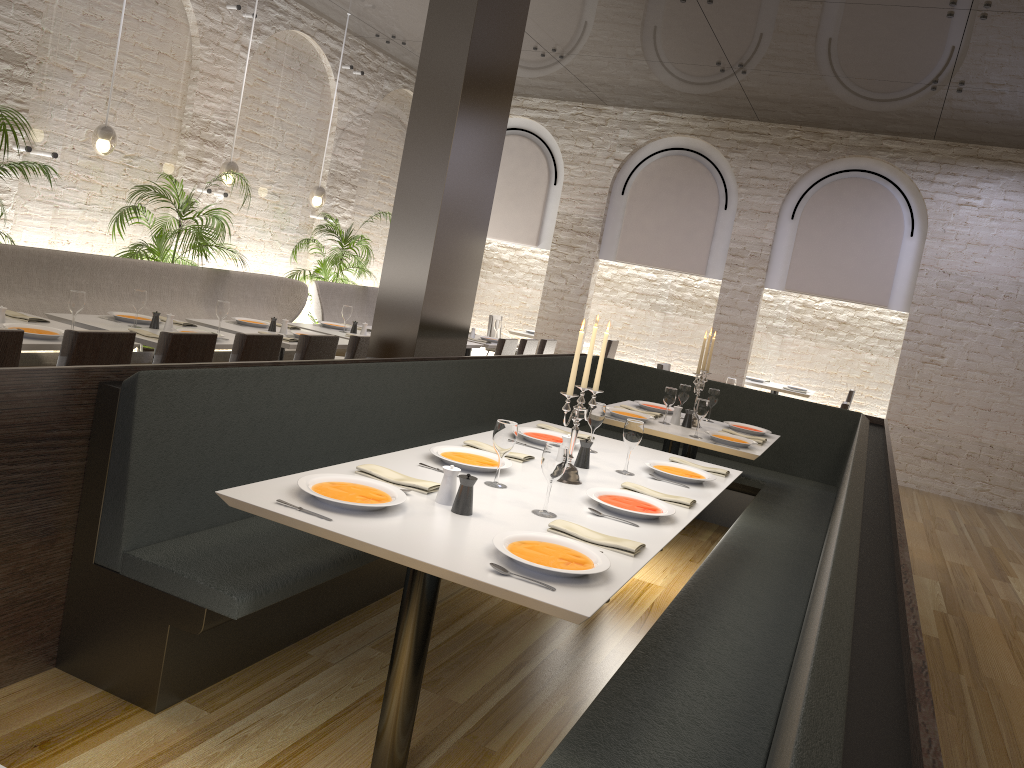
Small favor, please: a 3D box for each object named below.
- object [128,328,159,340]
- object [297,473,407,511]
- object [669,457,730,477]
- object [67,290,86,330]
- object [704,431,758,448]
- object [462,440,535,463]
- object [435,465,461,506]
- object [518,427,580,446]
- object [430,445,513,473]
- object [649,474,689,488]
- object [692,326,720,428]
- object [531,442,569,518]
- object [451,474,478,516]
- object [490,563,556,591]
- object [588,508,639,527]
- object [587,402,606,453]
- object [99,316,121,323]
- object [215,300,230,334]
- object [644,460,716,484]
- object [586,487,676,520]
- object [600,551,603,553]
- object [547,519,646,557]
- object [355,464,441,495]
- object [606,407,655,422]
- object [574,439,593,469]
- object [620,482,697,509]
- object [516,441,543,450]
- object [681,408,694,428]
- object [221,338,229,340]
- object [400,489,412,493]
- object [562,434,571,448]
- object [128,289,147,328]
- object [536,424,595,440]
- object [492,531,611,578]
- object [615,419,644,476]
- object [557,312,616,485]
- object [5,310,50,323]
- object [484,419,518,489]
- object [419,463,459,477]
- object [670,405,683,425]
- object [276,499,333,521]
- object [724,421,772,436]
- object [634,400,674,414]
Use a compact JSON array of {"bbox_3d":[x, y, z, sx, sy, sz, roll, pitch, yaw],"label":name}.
[{"bbox_3d":[-2.087,-0.282,5.169,0.274,0.033,0.143,13,7,22],"label":"object"},{"bbox_3d":[-0.472,0.326,2.608,0.322,0.036,0.322,13,7,19],"label":"object"},{"bbox_3d":[0.896,0.395,4.238,0.274,0.033,0.143,13,7,22],"label":"object"},{"bbox_3d":[-2.324,-0.380,4.710,0.087,0.230,0.086,13,5,28],"label":"object"},{"bbox_3d":[1.305,0.337,5.301,0.321,0.036,0.323,10,7,-2],"label":"object"},{"bbox_3d":[-0.054,0.280,3.699,0.274,0.033,0.143,13,7,22],"label":"object"},{"bbox_3d":[-0.198,0.315,2.771,0.068,0.126,0.069,6,7,-45],"label":"object"},{"bbox_3d":[0.165,0.259,4.160,0.322,0.036,0.322,13,7,17],"label":"object"},{"bbox_3d":[-0.158,0.293,3.373,0.323,0.036,0.321,17,9,41],"label":"object"},{"bbox_3d":[0.664,0.411,3.751,0.182,0.015,0.038,14,7,23],"label":"object"},{"bbox_3d":[1.230,-0.050,5.747,0.132,0.655,0.389,14,6,32],"label":"object"},{"bbox_3d":[0.125,0.308,2.852,0.086,0.230,0.087,8,5,-26],"label":"object"},{"bbox_3d":[-0.143,0.334,2.695,0.068,0.126,0.069,7,6,-37],"label":"object"},{"bbox_3d":[0.025,0.478,2.194,0.182,0.015,0.038,14,7,23],"label":"object"},{"bbox_3d":[0.337,0.445,2.956,0.182,0.015,0.038,14,7,23],"label":"object"},{"bbox_3d":[0.381,0.202,4.137,0.086,0.230,0.086,14,6,33],"label":"object"},{"bbox_3d":[-2.510,-0.403,5.535,0.186,0.010,0.017,13,7,22],"label":"object"},{"bbox_3d":[-1.893,-0.425,5.761,0.086,0.230,0.087,8,5,-26],"label":"object"},{"bbox_3d":[0.740,0.396,3.922,0.322,0.036,0.322,13,7,17],"label":"object"},{"bbox_3d":[0.416,0.430,3.135,0.323,0.036,0.321,17,9,41],"label":"object"},{"bbox_3d":[0.175,0.464,2.561,0.186,0.010,0.017,13,7,22],"label":"object"},{"bbox_3d":[0.257,0.462,2.681,0.274,0.033,0.143,13,7,22],"label":"object"},{"bbox_3d":[-0.367,0.313,2.937,0.274,0.033,0.143,13,7,22],"label":"object"},{"bbox_3d":[0.731,0.200,5.539,0.321,0.036,0.323,10,7,-2],"label":"object"},{"bbox_3d":[0.304,0.293,3.737,0.069,0.126,0.069,12,5,15],"label":"object"},{"bbox_3d":[0.570,0.429,3.443,0.274,0.033,0.143,13,7,22],"label":"object"},{"bbox_3d":[0.075,0.276,3.968,0.186,0.010,0.017,13,7,22],"label":"object"},{"bbox_3d":[1.123,0.218,5.648,0.068,0.126,0.069,8,6,-26],"label":"object"},{"bbox_3d":[-1.886,-0.301,5.667,0.186,0.010,0.017,13,7,22],"label":"object"},{"bbox_3d":[-0.399,0.323,2.810,0.182,0.015,0.038,14,7,23],"label":"object"},{"bbox_3d":[0.231,0.275,3.770,0.069,0.126,0.069,12,5,15],"label":"object"},{"bbox_3d":[-2.296,-0.462,5.436,0.086,0.230,0.087,8,5,-26],"label":"object"},{"bbox_3d":[0.272,0.246,4.494,0.274,0.033,0.143,13,7,22],"label":"object"},{"bbox_3d":[0.102,0.463,2.370,0.321,0.036,0.323,10,7,-2],"label":"object"},{"bbox_3d":[0.504,0.269,3.775,0.086,0.230,0.086,14,6,33],"label":"object"},{"bbox_3d":[0.268,0.051,3.402,0.132,0.655,0.389,14,6,32],"label":"object"},{"bbox_3d":[-2.730,-0.376,4.938,0.274,0.033,0.143,13,7,22],"label":"object"},{"bbox_3d":[-0.037,0.245,3.119,0.086,0.230,0.086,13,5,22],"label":"object"},{"bbox_3d":[-0.251,0.310,3.173,0.186,0.010,0.017,13,7,22],"label":"object"},{"bbox_3d":[1.060,0.199,5.700,0.068,0.126,0.069,8,6,-26],"label":"object"},{"bbox_3d":[-0.564,0.343,2.411,0.186,0.010,0.017,13,7,22],"label":"object"},{"bbox_3d":[1.588,0.307,5.992,0.321,0.036,0.323,8,7,-20],"label":"object"},{"bbox_3d":[1.014,0.170,6.229,0.322,0.036,0.322,13,7,17],"label":"object"}]
